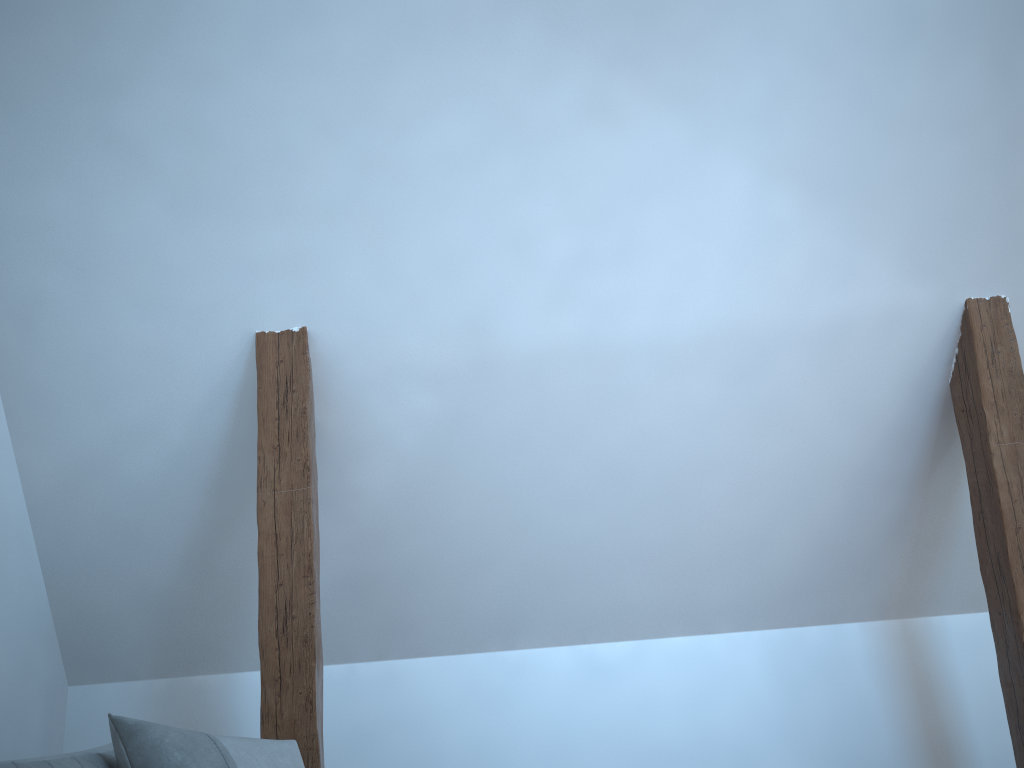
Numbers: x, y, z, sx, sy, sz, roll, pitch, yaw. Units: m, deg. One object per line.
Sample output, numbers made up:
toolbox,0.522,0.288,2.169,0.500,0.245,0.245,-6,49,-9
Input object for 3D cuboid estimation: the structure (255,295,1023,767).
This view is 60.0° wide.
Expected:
structure,5.395,0.539,3.365,12.350,1.963,1.023,-3,-20,-5

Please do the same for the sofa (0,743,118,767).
sofa,-0.563,0.820,0.997,1.107,0.770,2.458,-3,-20,-5

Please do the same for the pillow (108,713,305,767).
pillow,-0.482,0.657,1.085,0.444,0.515,2.075,-3,-20,-5
